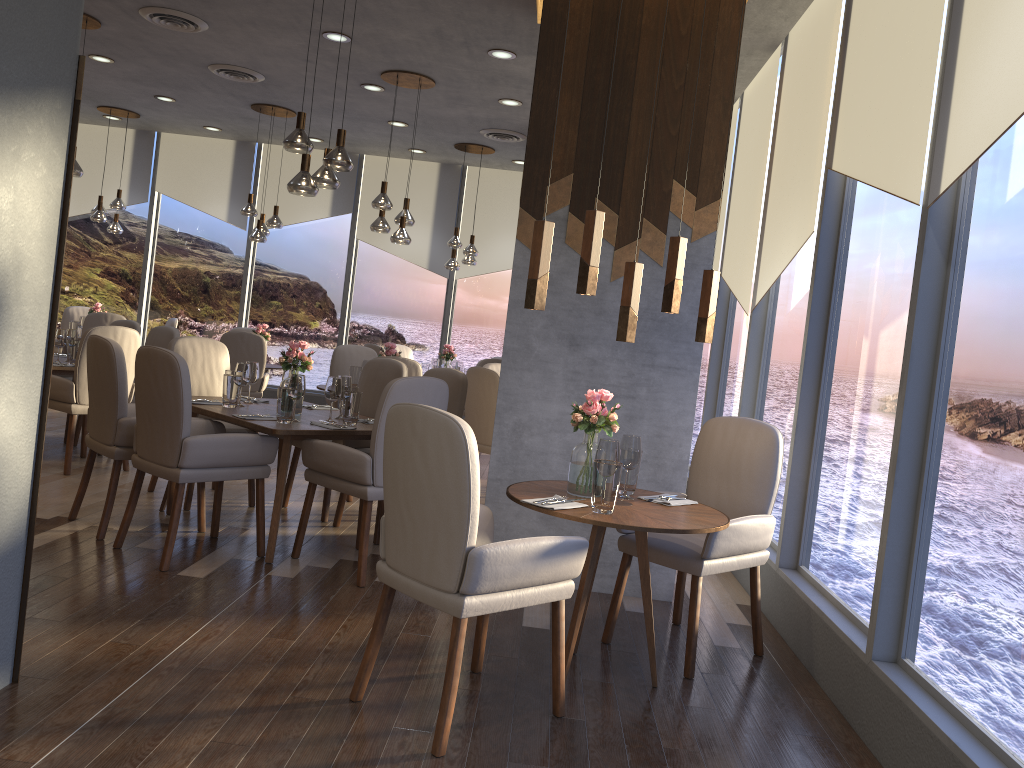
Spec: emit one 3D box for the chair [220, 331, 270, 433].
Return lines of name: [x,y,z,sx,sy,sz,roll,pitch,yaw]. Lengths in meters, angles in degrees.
chair: [-2.548,0.001,8.283,0.528,0.999,0.601,6,2,-16]

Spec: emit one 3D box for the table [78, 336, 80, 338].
table: [-4.674,-0.163,9.829,0.834,0.661,0.834,7,2,1]

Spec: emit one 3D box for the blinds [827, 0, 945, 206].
blinds: [1.595,-1.975,3.633,0.007,2.679,1.174,7,1,2]

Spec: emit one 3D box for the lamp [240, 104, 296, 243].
lamp: [-2.444,-2.063,8.818,0.439,1.325,0.439,7,1,5]

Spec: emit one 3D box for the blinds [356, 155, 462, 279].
blinds: [-1.185,-2.656,10.628,1.173,2.679,0.007,7,1,2]

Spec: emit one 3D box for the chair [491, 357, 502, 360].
chair: [-0.369,0.170,9.926,0.599,0.999,0.529,5,2,-40]

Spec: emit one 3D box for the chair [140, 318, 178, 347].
chair: [-4.179,-0.287,10.096,0.599,0.999,0.529,6,2,-31]

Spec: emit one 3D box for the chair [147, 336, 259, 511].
chair: [-1.899,0.222,5.544,0.527,0.999,0.601,5,2,-44]

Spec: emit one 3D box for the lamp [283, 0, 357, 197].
lamp: [-1.028,-1.689,4.921,0.439,1.325,0.440,6,1,-12]

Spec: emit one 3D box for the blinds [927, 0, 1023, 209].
blinds: [1.536,-1.893,2.386,0.007,2.679,1.174,7,1,2]

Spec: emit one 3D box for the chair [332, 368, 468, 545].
chair: [-0.637,0.386,5.268,0.599,0.999,0.529,5,2,-44]

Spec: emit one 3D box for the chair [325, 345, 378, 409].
chair: [-1.359,0.172,7.703,0.527,0.999,0.601,6,2,-21]

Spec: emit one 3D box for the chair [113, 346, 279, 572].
chair: [-1.529,0.331,4.320,0.529,0.999,0.599,8,2,38]

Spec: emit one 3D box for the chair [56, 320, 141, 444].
chair: [-3.444,-0.051,7.271,0.529,0.999,0.599,8,2,33]

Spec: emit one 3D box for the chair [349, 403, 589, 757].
chair: [-0.130,0.571,2.891,0.599,0.999,0.529,5,2,-45]

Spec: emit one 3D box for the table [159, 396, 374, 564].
table: [-1.300,0.489,4.986,1.310,0.665,0.963,9,3,43]

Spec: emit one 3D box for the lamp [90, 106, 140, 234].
lamp: [-4.417,-2.347,9.797,0.439,1.325,0.440,7,1,-5]

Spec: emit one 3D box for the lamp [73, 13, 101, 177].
lamp: [-3.345,-2.048,6.544,0.439,1.325,0.439,7,1,7]

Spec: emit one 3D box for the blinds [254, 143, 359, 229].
blinds: [-2.389,-3.099,10.675,1.173,2.679,0.007,7,1,2]

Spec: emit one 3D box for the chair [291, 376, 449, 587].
chair: [-0.688,0.424,4.429,0.601,0.999,0.527,8,2,40]

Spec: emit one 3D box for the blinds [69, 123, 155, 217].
blinds: [-4.896,-3.254,10.785,1.173,2.679,0.007,7,1,2]

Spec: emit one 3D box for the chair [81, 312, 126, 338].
chair: [-4.345,-0.265,9.303,0.527,0.999,0.601,6,2,-34]

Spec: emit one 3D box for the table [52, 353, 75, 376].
table: [-3.619,0.132,6.570,1.310,0.665,0.963,9,3,36]

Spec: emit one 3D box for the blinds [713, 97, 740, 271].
blinds: [1.728,-1.852,7.392,0.007,2.679,1.174,7,1,2]

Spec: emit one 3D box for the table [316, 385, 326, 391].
table: [-1.195,0.387,7.175,0.833,0.661,0.836,6,3,-23]

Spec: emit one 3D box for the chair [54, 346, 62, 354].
chair: [-5.179,-0.374,9.515,0.599,0.999,0.529,6,2,-32]

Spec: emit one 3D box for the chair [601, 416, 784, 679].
chair: [0.797,0.634,3.777,0.529,0.999,0.599,8,2,45]

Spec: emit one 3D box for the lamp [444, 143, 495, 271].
lamp: [-0.477,-1.867,9.507,0.439,1.325,0.440,6,2,-31]

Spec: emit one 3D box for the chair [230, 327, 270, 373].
chair: [-2.849,-0.094,9.403,0.528,0.999,0.601,6,2,-17]

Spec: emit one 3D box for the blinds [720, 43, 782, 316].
blinds: [1.671,-1.785,6.146,0.007,2.679,1.174,7,1,2]

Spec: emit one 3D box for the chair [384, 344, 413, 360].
chair: [-1.186,0.072,9.974,0.527,0.999,0.601,5,2,-44]

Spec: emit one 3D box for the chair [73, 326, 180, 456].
chair: [-2.993,0.020,6.935,0.529,0.999,0.599,8,2,38]

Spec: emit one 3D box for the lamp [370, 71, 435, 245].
lamp: [-0.912,-1.793,7.143,0.439,1.325,0.439,7,1,10]

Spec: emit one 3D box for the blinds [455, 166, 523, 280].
blinds: [0.053,-2.507,10.574,1.173,2.679,0.007,7,1,2]

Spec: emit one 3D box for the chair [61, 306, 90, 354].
chair: [-4.979,-0.391,10.271,0.527,0.999,0.601,6,2,-35]

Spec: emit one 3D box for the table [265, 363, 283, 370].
table: [-2.719,0.120,8.840,0.832,0.661,0.836,5,3,-38]

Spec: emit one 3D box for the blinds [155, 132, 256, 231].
blinds: [-3.642,-3.250,10.729,1.173,2.679,0.007,7,1,2]

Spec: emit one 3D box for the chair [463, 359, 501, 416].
chair: [-0.410,0.209,9.117,0.527,0.999,0.601,5,2,-43]

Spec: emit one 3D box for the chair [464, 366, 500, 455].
chair: [-0.057,0.391,6.457,0.599,0.999,0.529,5,2,-41]

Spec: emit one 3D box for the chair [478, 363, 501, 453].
chair: [0.004,0.350,7.357,0.527,0.999,0.601,6,2,-38]

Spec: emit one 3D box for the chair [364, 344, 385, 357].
chair: [-1.267,0.103,9.196,0.599,0.999,0.529,5,2,-41]

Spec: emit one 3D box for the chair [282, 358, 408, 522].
chair: [-1.042,0.317,5.659,0.529,0.999,0.599,8,2,40]

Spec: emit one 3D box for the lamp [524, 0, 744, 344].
lamp: [0.540,-1.116,3.317,1.159,1.930,0.118,5,2,-43]

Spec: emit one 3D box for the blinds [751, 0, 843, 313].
blinds: [1.617,-1.744,4.900,0.007,2.679,1.174,7,1,2]

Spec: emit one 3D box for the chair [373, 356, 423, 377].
chair: [-0.974,0.275,6.610,0.527,0.999,0.601,6,2,-21]

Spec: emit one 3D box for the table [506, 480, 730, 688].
table: [0.355,0.773,3.339,0.833,0.661,0.835,6,2,-7]

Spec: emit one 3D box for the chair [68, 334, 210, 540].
chair: [-1.952,0.261,4.698,0.599,0.999,0.529,5,2,-44]

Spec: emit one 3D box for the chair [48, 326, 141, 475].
chair: [-2.930,0.072,6.085,0.601,0.999,0.527,8,2,33]
